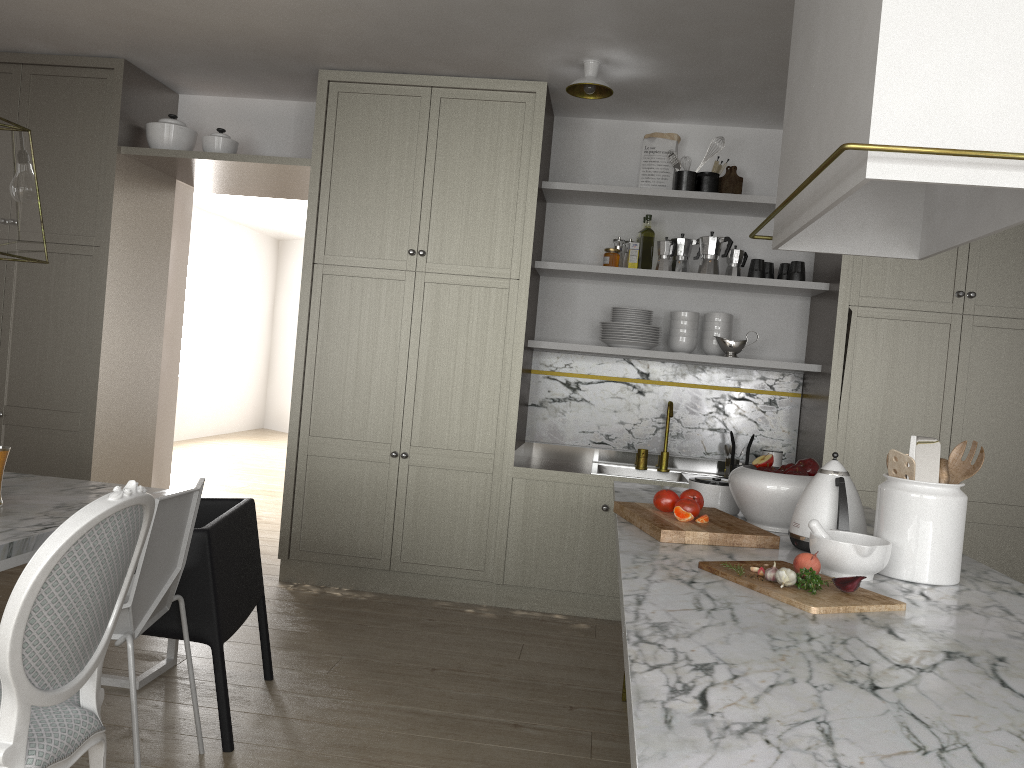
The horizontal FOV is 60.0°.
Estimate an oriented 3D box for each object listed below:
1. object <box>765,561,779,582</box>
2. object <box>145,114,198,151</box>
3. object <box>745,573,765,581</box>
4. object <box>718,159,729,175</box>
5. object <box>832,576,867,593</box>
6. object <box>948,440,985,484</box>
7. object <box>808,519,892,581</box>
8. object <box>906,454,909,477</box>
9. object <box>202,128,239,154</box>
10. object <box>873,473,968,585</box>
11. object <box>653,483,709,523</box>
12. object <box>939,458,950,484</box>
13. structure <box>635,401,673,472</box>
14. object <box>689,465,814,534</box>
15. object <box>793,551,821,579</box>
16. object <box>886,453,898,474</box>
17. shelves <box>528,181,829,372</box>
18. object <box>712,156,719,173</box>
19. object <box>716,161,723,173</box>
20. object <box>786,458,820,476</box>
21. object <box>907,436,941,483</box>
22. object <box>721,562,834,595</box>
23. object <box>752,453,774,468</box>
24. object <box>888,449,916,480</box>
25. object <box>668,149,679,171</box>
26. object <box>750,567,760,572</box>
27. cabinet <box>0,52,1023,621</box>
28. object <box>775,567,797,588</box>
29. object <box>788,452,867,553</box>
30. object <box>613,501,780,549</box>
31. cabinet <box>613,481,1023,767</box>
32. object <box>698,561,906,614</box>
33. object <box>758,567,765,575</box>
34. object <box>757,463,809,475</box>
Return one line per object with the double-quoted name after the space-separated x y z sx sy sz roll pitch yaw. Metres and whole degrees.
0.491 0.350 1.660 0.034 0.037 0.033 5 1 -16 "object"
-1.680 -1.220 4.373 0.241 0.214 0.243 5 1 11 "object"
0.470 0.363 1.684 0.059 0.008 0.043 4 1 -42 "object"
0.981 -0.985 4.249 0.106 0.191 0.016 5 1 16 "object"
0.612 0.362 1.619 0.049 0.039 0.057 5 1 3 "object"
0.924 0.263 1.895 0.131 0.296 0.056 6 1 25 "object"
0.694 0.341 1.841 0.159 0.110 0.172 4 1 -39 "object"
0.893 0.282 1.926 0.033 0.250 0.118 4 1 -44 "object"
-1.432 -1.171 4.348 0.174 0.161 0.176 5 1 11 "object"
0.869 0.305 1.895 0.174 0.208 0.174 6 1 23 "object"
0.441 0.299 2.246 0.135 0.079 0.194 5 1 -5 "object"
0.918 0.285 1.904 0.050 0.247 0.114 5 1 11 "object"
0.691 0.250 4.297 0.167 0.347 0.195 5 1 14 "structure"
0.730 0.309 2.505 0.364 0.156 0.491 5 1 -17 "object"
0.579 0.351 1.713 0.090 0.051 0.050 4 1 -31 "object"
0.845 0.277 1.913 0.061 0.251 0.117 5 1 -14 "object"
0.789 -0.502 4.252 1.339 0.775 0.352 5 1 6 "shelves"
0.952 -0.980 4.227 0.023 0.201 0.083 4 1 -29 "object"
0.971 -0.978 4.266 0.079 0.202 0.023 5 1 -14 "object"
0.770 0.243 2.355 0.071 0.091 0.167 6 1 31 "object"
0.879 0.260 1.902 0.064 0.290 0.141 5 1 20 "object"
0.502 0.355 1.680 0.224 0.058 0.116 6 1 42 "object"
0.693 0.214 2.451 0.054 0.048 0.061 4 1 -31 "object"
0.824 0.270 1.902 0.054 0.262 0.149 5 1 21 "object"
0.776 -1.039 4.217 0.085 0.148 0.050 5 1 8 "object"
0.474 0.362 1.737 0.015 0.010 0.028 5 1 -20 "object"
-0.222 -0.195 4.475 5.433 2.377 0.947 5 1 6 "cabinet"
0.501 0.354 1.622 0.037 0.036 0.035 5 1 -6 "object"
0.745 0.278 2.087 0.178 0.236 0.204 6 1 42 "object"
0.451 0.352 2.242 0.290 0.030 0.400 5 1 -9 "object"
0.636 0.751 1.926 0.870 0.721 2.360 5 1 6 "cabinet"
0.538 0.380 1.680 0.220 0.012 0.330 5 1 -24 "object"
0.478 0.359 1.700 0.013 0.017 0.030 5 1 15 "object"
0.725 0.251 2.392 0.135 0.074 0.154 5 1 1 "object"
